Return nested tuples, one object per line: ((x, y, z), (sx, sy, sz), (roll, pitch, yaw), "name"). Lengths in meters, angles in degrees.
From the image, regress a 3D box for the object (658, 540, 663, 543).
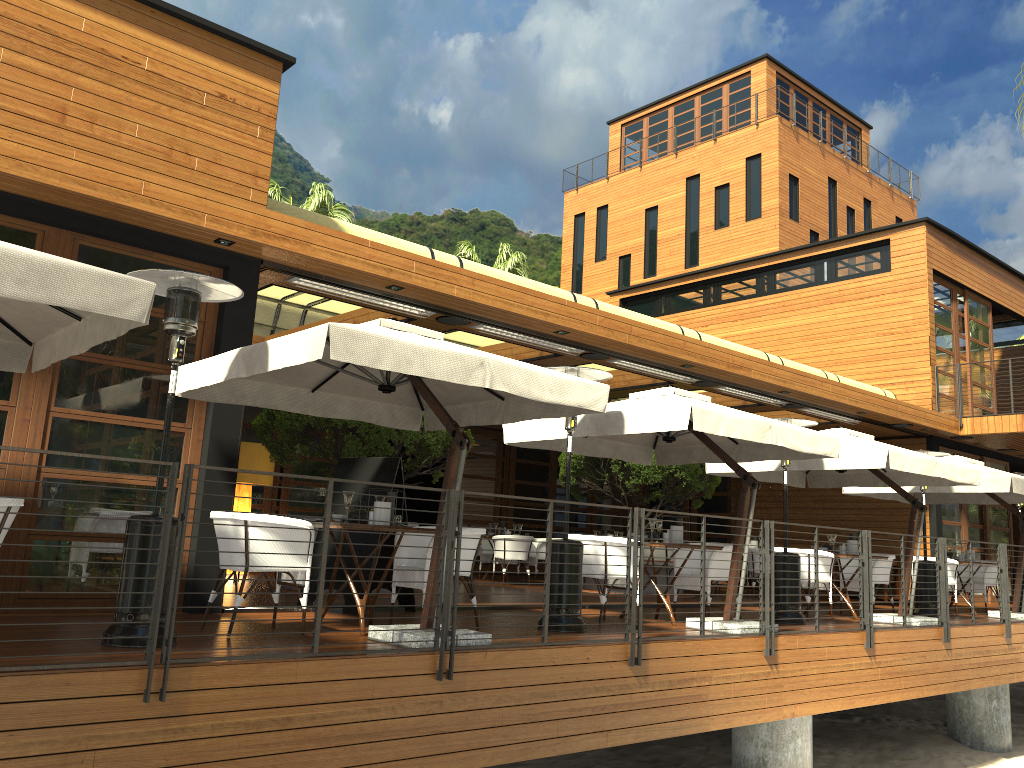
((1.508, 1.590, 8.965), (0.080, 0.042, 0.080), (1, -10, 10), "object")

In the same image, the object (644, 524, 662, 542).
((1.384, 1.495, 8.863), (0.167, 0.179, 0.163), (12, -14, -38), "object")

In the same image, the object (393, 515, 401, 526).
((-0.872, 1.030, 6.665), (0.086, 0.086, 0.086), (11, -13, -35), "object")

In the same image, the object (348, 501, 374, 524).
((-1.151, 0.974, 6.696), (0.162, 0.179, 0.167), (13, -14, -42), "object")

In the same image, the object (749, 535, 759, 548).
((4.142, 2.738, 15.263), (0.263, 0.265, 0.262), (2, -11, 5), "object")

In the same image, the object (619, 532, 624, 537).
((2.147, 3.028, 17.414), (0.082, 0.228, 0.082), (4, -11, -3), "object")

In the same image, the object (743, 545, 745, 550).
((3.936, 2.776, 15.034), (0.086, 0.086, 0.086), (12, -14, -39), "object")

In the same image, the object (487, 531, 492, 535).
((-0.376, 2.579, 15.232), (0.086, 0.086, 0.086), (-2, -12, 26), "object")

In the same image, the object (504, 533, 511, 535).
((-0.082, 2.564, 14.993), (0.116, 0.065, 0.115), (3, -10, 3), "object")

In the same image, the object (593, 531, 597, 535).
((1.610, 2.953, 17.158), (0.082, 0.228, 0.082), (4, -11, -3), "object")

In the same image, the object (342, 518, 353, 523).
((-1.198, 0.995, 6.432), (0.080, 0.042, 0.080), (-6, -13, 40), "object")

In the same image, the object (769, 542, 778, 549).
((4.398, 2.742, 14.972), (0.163, 0.179, 0.167), (2, -11, 8), "object")

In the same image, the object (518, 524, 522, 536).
((0.135, 2.503, 15.068), (0.082, 0.228, 0.082), (8, -12, -22), "object")

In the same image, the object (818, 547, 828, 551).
((3.797, 2.033, 10.830), (0.116, 0.065, 0.116), (12, -14, -41), "object")

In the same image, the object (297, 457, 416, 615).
((-1.380, 1.380, 8.235), (0.768, 1.402, 0.769), (-4, -13, 33), "object")

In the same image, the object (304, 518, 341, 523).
((-1.351, 0.984, 6.368), (0.170, 0.025, 0.294), (12, -13, -40), "object")

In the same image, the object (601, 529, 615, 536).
((1.867, 2.980, 17.312), (0.263, 0.265, 0.262), (2, -11, 8), "object")

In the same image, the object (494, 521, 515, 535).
((-0.132, 2.498, 15.208), (0.263, 0.265, 0.263), (8, -11, -23), "object")

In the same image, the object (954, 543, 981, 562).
((6.670, 2.470, 12.990), (0.263, 0.265, 0.262), (2, -11, 4), "object")

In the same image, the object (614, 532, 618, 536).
((2.001, 2.950, 17.022), (0.082, 0.228, 0.081), (3, -11, 2), "object")

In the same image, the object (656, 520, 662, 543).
((1.502, 1.510, 9.063), (0.082, 0.228, 0.082), (-5, -14, 38), "object")

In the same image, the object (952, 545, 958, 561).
((6.438, 2.454, 12.882), (0.082, 0.228, 0.082), (12, -14, -39), "object")

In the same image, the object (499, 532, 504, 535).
((-0.181, 2.533, 14.916), (0.086, 0.086, 0.086), (-1, -11, 22), "object")

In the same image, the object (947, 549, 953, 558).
((6.470, 2.541, 13.207), (0.167, 0.179, 0.163), (12, -14, -38), "object")

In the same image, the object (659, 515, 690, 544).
((1.583, 1.425, 8.646), (0.263, 0.265, 0.262), (2, -11, 4), "object")

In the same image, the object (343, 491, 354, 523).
((-1.183, 0.887, 6.374), (0.082, 0.228, 0.082), (12, -14, -39), "object")

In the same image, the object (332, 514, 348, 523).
((-1.264, 0.993, 6.508), (0.116, 0.065, 0.116), (11, -13, -36), "object")

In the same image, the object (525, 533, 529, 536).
((0.257, 2.592, 15.112), (0.086, 0.086, 0.086), (-2, -12, 26), "object")

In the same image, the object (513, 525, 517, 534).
((0.046, 2.569, 15.466), (0.082, 0.228, 0.082), (9, -13, -29), "object")

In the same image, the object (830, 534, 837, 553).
((3.877, 1.928, 10.696), (0.082, 0.228, 0.082), (12, -14, -39), "object")

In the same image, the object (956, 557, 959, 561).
((6.661, 2.615, 13.239), (0.116, 0.065, 0.115), (-3, -12, 30), "object")

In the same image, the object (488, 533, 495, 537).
((-0.357, 2.571, 15.119), (0.116, 0.065, 0.115), (7, -11, -20), "object")

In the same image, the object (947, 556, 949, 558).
((6.357, 2.559, 13.016), (0.116, 0.065, 0.115), (-3, -12, 30), "object")

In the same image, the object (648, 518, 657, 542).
((1.351, 1.408, 8.538), (0.082, 0.228, 0.082), (12, -14, -39), "object")

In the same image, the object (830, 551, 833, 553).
((3.863, 2.035, 10.754), (0.080, 0.042, 0.080), (1, -10, 10), "object")

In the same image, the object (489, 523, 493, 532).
((-0.372, 2.532, 15.388), (0.082, 0.228, 0.082), (8, -12, -22), "object")

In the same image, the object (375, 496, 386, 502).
((-1.033, 0.989, 6.898), (0.082, 0.228, 0.082), (12, -14, -39), "object")

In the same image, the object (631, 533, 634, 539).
((1.186, 1.511, 8.746), (0.086, 0.086, 0.086), (11, -13, -35), "object")

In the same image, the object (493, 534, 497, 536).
((-0.283, 2.573, 15.041), (0.080, 0.042, 0.080), (1, -10, 10), "object")

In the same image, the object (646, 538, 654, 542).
((1.337, 1.515, 8.597), (0.080, 0.042, 0.080), (1, -10, 10), "object")

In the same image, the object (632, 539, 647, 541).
((1.183, 1.504, 8.532), (0.170, 0.025, 0.294), (12, -13, -40), "object")

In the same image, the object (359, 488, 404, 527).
((-0.951, 0.904, 6.482), (0.263, 0.265, 0.262), (2, -11, 4), "object")

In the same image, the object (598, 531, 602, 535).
((1.731, 3.031, 17.558), (0.082, 0.228, 0.081), (3, -11, 2), "object")

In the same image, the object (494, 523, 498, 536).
((-0.277, 2.462, 14.965), (0.082, 0.228, 0.082), (9, -13, -29), "object")

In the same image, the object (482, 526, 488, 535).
((-0.497, 2.542, 15.329), (0.163, 0.179, 0.167), (7, -11, -20), "object")

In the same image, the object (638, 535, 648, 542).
((1.271, 1.514, 8.672), (0.116, 0.065, 0.116), (12, -14, -41), "object")

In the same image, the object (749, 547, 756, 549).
((4.068, 2.790, 15.009), (0.116, 0.065, 0.115), (-3, -12, 31), "object")

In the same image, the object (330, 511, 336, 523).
((-1.349, 0.990, 6.581), (0.086, 0.086, 0.086), (11, -13, -35), "object")

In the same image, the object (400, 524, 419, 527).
((-0.875, 1.097, 6.863), (0.170, 0.025, 0.294), (12, -13, -40), "object")
